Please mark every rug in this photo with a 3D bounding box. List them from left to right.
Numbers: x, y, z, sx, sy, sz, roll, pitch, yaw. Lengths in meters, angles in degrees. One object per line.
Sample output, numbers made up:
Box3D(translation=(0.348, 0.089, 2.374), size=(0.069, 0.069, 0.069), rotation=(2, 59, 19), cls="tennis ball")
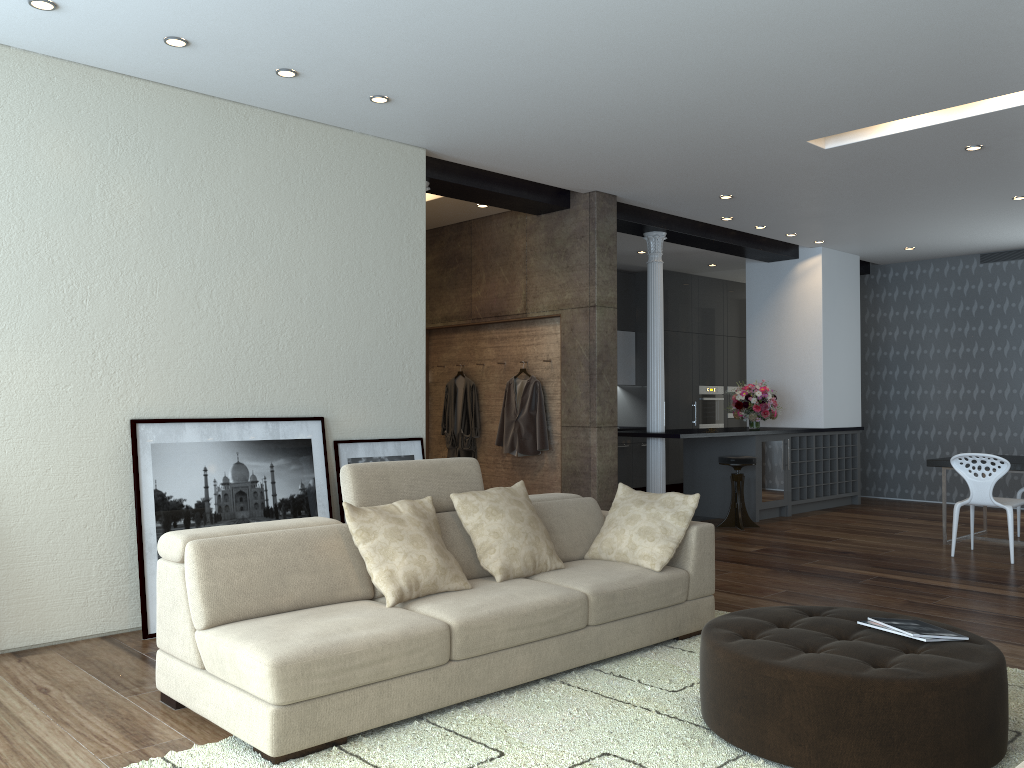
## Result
Box3D(translation=(0.610, 1.271, 2.666), size=(4.231, 0.020, 2.972), rotation=(1, -2, -43), cls="rug")

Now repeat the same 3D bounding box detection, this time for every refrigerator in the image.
Box3D(translation=(2.746, 0.916, 9.364), size=(0.578, 0.774, 0.075), rotation=(1, -2, -39), cls="refrigerator")

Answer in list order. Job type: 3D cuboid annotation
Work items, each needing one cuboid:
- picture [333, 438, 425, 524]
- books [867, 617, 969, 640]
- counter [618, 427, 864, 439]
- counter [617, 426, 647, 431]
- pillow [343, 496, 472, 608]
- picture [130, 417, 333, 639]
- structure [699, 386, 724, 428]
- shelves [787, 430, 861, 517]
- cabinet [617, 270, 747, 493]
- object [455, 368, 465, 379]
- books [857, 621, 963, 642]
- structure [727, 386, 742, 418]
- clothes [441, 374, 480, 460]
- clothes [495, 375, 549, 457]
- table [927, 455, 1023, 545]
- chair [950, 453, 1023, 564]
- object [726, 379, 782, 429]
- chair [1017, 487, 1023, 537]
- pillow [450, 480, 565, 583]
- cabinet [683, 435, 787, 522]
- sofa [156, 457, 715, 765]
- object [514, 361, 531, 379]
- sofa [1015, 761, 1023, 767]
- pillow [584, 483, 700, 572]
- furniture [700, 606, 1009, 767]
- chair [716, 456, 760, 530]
Box3D(translation=(-0.814, 0.856, 5.793), size=(0.700, 0.988, 0.195), rotation=(1, -2, -43), cls="picture")
Box3D(translation=(1.511, 0.912, 3.315), size=(0.220, 0.040, 0.301), rotation=(0, -1, -8), cls="books")
Box3D(translation=(2.554, 0.517, 9.785), size=(3.700, 0.040, 1.000), rotation=(1, -2, -43), cls="counter")
Box3D(translation=(0.391, 0.661, 10.698), size=(3.597, 0.223, 0.807), rotation=(1, -2, -43), cls="counter")
Box3D(translation=(-0.465, 0.716, 3.910), size=(0.368, 0.416, 0.519), rotation=(-1, -2, 42), cls="pillow")
Box3D(translation=(-1.549, 0.767, 5.086), size=(1.183, 1.140, 0.225), rotation=(1, -2, -43), cls="picture")
Box3D(translation=(2.625, 0.331, 12.640), size=(0.595, 0.596, 0.591), rotation=(1, -2, -43), cls="structure")
Box3D(translation=(3.283, 1.000, 10.459), size=(1.700, 0.897, 0.900), rotation=(1, -2, -43), cls="shelves")
Box3D(translation=(1.786, -0.013, 12.011), size=(7.409, 2.980, 0.827), rotation=(1, -2, -43), cls="cabinet")
Box3D(translation=(-0.509, -0.084, 8.734), size=(0.010, 0.219, 0.430), rotation=(1, -2, -43), cls="object")
Box3D(translation=(1.485, 0.920, 3.310), size=(0.219, 0.031, 0.300), rotation=(1, -1, -28), cls="books")
Box3D(translation=(3.138, 0.270, 13.116), size=(0.595, 0.452, 0.528), rotation=(1, -2, -43), cls="structure")
Box3D(translation=(-0.525, 0.330, 8.719), size=(0.141, 0.855, 0.569), rotation=(1, -2, -43), cls="clothes")
Box3D(translation=(0.083, 0.289, 8.058), size=(0.173, 0.735, 0.700), rotation=(1, -2, -45), cls="clothes")
Box3D(translation=(5.188, 0.999, 6.838), size=(1.200, 0.733, 3.400), rotation=(1, -2, -43), cls="table")
Box3D(translation=(3.783, 0.953, 7.018), size=(0.581, 0.835, 0.495), rotation=(1, -2, -43), cls="chair")
Box3D(translation=(2.666, 0.222, 9.761), size=(0.544, 0.552, 0.570), rotation=(1, -2, -37), cls="object")
Box3D(translation=(4.972, 0.976, 8.097), size=(0.581, 0.835, 0.495), rotation=(1, -2, -43), cls="chair")
Box3D(translation=(-0.019, 0.714, 4.347), size=(0.301, 0.439, 0.534), rotation=(-1, -2, 43), cls="pillow")
Box3D(translation=(2.430, 0.983, 9.657), size=(0.642, 0.897, 0.900), rotation=(1, -2, -43), cls="cabinet")
Box3D(translation=(-0.195, 0.840, 4.161), size=(2.581, 0.950, 1.021), rotation=(1, -2, -43), cls="sofa")
Box3D(translation=(0.100, -0.099, 8.069), size=(0.010, 0.219, 0.430), rotation=(1, -2, -43), cls="object")
Box3D(translation=(1.823, 0.790, 2.014), size=(2.581, 0.950, 1.021), rotation=(1, -2, -43), cls="sofa")
Box3D(translation=(0.698, 0.743, 4.694), size=(0.518, 0.393, 0.395), rotation=(-1, -2, 43), cls="pillow")
Box3D(translation=(1.237, 1.097, 3.291), size=(1.057, 0.355, 1.057), rotation=(1, -2, -41), cls="furniture")
Box3D(translation=(3.906, 1.123, 5.816), size=(16.134, 0.952, 21.556), rotation=(1, -2, -43), cls="chair")
